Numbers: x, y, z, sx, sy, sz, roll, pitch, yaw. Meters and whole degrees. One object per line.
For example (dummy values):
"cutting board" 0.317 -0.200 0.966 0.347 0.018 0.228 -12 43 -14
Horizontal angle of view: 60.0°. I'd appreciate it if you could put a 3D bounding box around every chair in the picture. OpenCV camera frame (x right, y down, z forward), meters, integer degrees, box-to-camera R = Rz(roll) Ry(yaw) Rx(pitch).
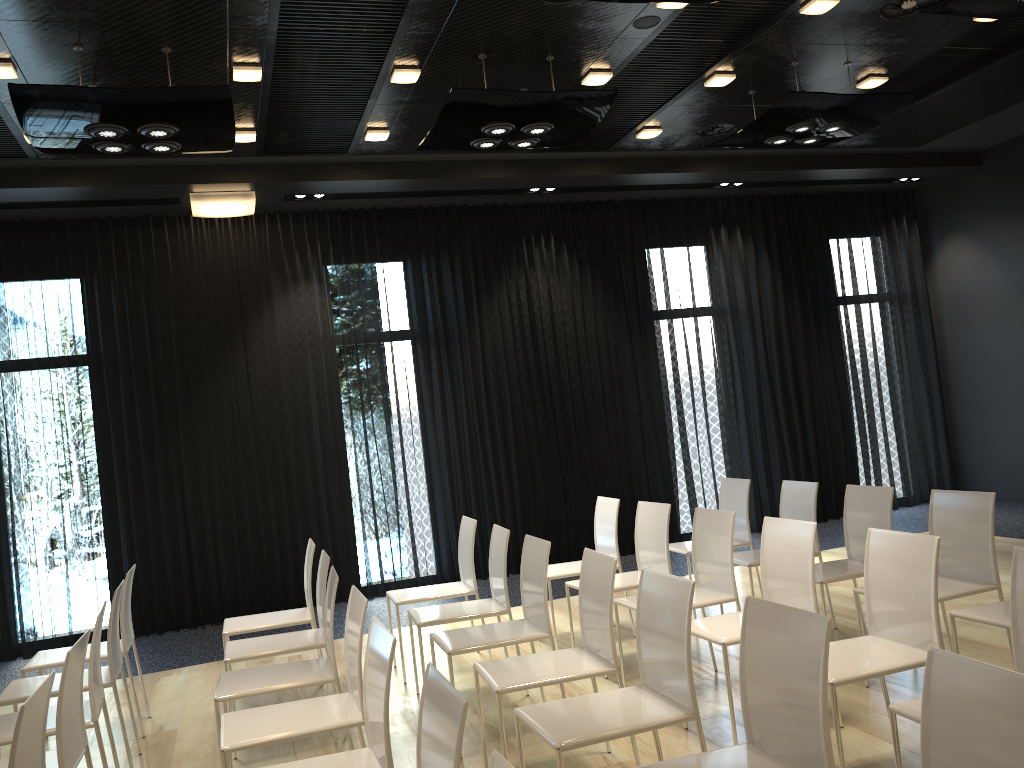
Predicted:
"chair" 1.571 1.058 5.379 0.548 0.872 0.420 -6 -2 -16
"chair" -0.776 1.241 3.242 0.548 0.872 0.420 -6 -2 -18
"chair" 0.425 1.199 5.693 0.548 0.872 0.420 -6 -2 -16
"chair" 0.848 1.105 4.473 0.548 0.872 0.420 -6 -2 -20
"chair" -0.354 1.145 1.961 0.548 0.872 0.420 -6 -2 -18
"chair" -0.264 1.242 4.777 0.548 0.872 0.420 -6 -2 -14
"chair" 1.952 0.968 4.127 0.548 0.872 0.420 -6 -2 -20
"chair" -1.163 1.331 4.482 0.548 0.872 0.420 -6 -2 -17
"chair" 2.120 0.927 3.538 0.548 0.872 0.420 -6 -2 -20
"chair" -2.294 1.470 4.779 0.548 0.872 0.420 -6 -2 -18
"chair" -1.687 1.332 2.954 0.548 0.872 0.420 -6 -2 -16
"chair" 1.337 1.109 6.013 0.548 0.872 0.420 -6 -2 -16
"chair" 1.753 1.014 4.749 0.548 0.872 0.420 -6 -2 -18
"chair" 1.459 0.964 2.567 0.548 0.872 0.420 -6 -2 -17
"chair" -1.503 1.288 2.348 0.548 0.872 0.420 -6 -2 -16
"chair" -0.592 1.196 2.605 0.548 0.872 0.420 -6 -2 -19
"chair" -0.080 1.198 4.169 0.548 0.872 0.420 -6 -2 -17
"chair" 1.259 1.011 3.223 0.548 0.872 0.420 -6 -2 -18
"chair" -0.991 1.288 3.849 0.548 0.872 0.420 -6 -2 -15
"chair" -0.467 1.289 5.410 0.548 0.872 0.420 -6 -2 -16
"chair" -0.167 1.099 1.312 0.548 0.872 0.420 -6 -2 -20
"chair" -2.087 1.423 4.168 0.548 0.872 0.420 -6 -2 -19
"chair" 0.542 1.057 2.297 0.548 0.872 0.420 -6 -2 -19
"chair" 0.329 1.105 2.928 0.548 0.872 0.420 -6 -2 -19
"chair" 0.155 1.147 3.537 0.548 0.872 0.420 -6 -2 -15
"chair" 1.038 1.060 3.848 0.548 0.872 0.420 -6 -2 -20
"chair" -1.893 1.378 3.563 0.548 0.872 0.420 -6 -2 -21
"chair" 0.638 1.152 5.094 0.548 0.872 0.420 -6 -2 -21
"chair" -1.376 1.379 5.112 0.548 0.872 0.420 -6 -2 -17
"chair" 0.742 1.009 1.642 0.548 0.872 0.420 -6 -2 -16

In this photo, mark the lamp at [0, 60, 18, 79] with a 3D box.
"lamp" -2.793 -1.708 4.823 0.159 0.049 0.159 -6 -2 -18

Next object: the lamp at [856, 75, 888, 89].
"lamp" 2.689 -2.255 6.624 0.159 0.049 0.159 -6 -2 -18

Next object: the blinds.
"blinds" -3.911 0.410 7.012 18.163 3.464 0.261 -6 -2 -18

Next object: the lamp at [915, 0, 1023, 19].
"lamp" 2.772 -2.163 4.329 1.097 0.436 1.097 -6 -2 -18

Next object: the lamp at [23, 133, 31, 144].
"lamp" -3.128 -1.631 5.869 0.159 0.049 0.159 -6 -2 -18

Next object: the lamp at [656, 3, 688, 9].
"lamp" 0.902 -2.121 4.882 0.159 0.049 0.159 -6 -2 -18

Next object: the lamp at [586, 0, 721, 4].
"lamp" 0.644 -1.951 3.630 1.097 0.436 1.097 -6 -2 -18

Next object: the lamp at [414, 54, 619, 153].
"lamp" -0.027 -1.796 5.721 1.097 0.436 1.097 -6 -2 -18

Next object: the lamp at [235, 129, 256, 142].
"lamp" -1.897 -1.754 6.274 0.159 0.049 0.159 -6 -2 -18

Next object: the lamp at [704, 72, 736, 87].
"lamp" 1.457 -2.132 6.220 0.159 0.049 0.159 -6 -2 -18

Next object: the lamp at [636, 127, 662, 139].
"lamp" 1.123 -2.055 7.263 0.159 0.049 0.159 -6 -2 -18

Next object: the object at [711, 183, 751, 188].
"object" 2.189 -1.997 8.846 0.389 0.028 0.166 -6 -2 -18

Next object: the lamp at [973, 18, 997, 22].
"lamp" 3.025 -2.333 5.578 0.159 0.049 0.159 -6 -2 -18

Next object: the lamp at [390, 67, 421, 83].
"lamp" -0.664 -1.921 5.521 0.159 0.049 0.159 -6 -2 -18

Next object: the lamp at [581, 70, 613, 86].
"lamp" 0.567 -2.044 5.926 0.159 0.049 0.159 -6 -2 -18

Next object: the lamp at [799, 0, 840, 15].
"lamp" 1.793 -2.210 5.173 0.159 0.049 0.159 -6 -2 -18

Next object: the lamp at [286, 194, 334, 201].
"lamp" -1.724 -1.606 7.562 0.389 0.028 0.166 -6 -2 -18

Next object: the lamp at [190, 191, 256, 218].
"lamp" -2.392 -1.499 7.340 0.499 0.153 0.499 -6 -2 -18

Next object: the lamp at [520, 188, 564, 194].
"lamp" 0.285 -1.807 8.221 0.389 0.028 0.166 -6 -2 -18

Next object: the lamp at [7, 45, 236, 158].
"lamp" -2.155 -1.583 5.022 1.097 0.436 1.097 -6 -2 -18

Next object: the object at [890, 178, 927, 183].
"object" 4.273 -2.205 9.531 0.389 0.028 0.166 -6 -2 -18

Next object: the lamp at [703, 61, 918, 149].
"lamp" 2.102 -2.008 6.419 1.097 0.436 1.097 -6 -2 -18

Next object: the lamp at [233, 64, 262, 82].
"lamp" -1.561 -1.831 5.227 0.159 0.049 0.159 -6 -2 -18

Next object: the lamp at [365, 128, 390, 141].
"lamp" -1.000 -1.843 6.568 0.159 0.049 0.159 -6 -2 -18
